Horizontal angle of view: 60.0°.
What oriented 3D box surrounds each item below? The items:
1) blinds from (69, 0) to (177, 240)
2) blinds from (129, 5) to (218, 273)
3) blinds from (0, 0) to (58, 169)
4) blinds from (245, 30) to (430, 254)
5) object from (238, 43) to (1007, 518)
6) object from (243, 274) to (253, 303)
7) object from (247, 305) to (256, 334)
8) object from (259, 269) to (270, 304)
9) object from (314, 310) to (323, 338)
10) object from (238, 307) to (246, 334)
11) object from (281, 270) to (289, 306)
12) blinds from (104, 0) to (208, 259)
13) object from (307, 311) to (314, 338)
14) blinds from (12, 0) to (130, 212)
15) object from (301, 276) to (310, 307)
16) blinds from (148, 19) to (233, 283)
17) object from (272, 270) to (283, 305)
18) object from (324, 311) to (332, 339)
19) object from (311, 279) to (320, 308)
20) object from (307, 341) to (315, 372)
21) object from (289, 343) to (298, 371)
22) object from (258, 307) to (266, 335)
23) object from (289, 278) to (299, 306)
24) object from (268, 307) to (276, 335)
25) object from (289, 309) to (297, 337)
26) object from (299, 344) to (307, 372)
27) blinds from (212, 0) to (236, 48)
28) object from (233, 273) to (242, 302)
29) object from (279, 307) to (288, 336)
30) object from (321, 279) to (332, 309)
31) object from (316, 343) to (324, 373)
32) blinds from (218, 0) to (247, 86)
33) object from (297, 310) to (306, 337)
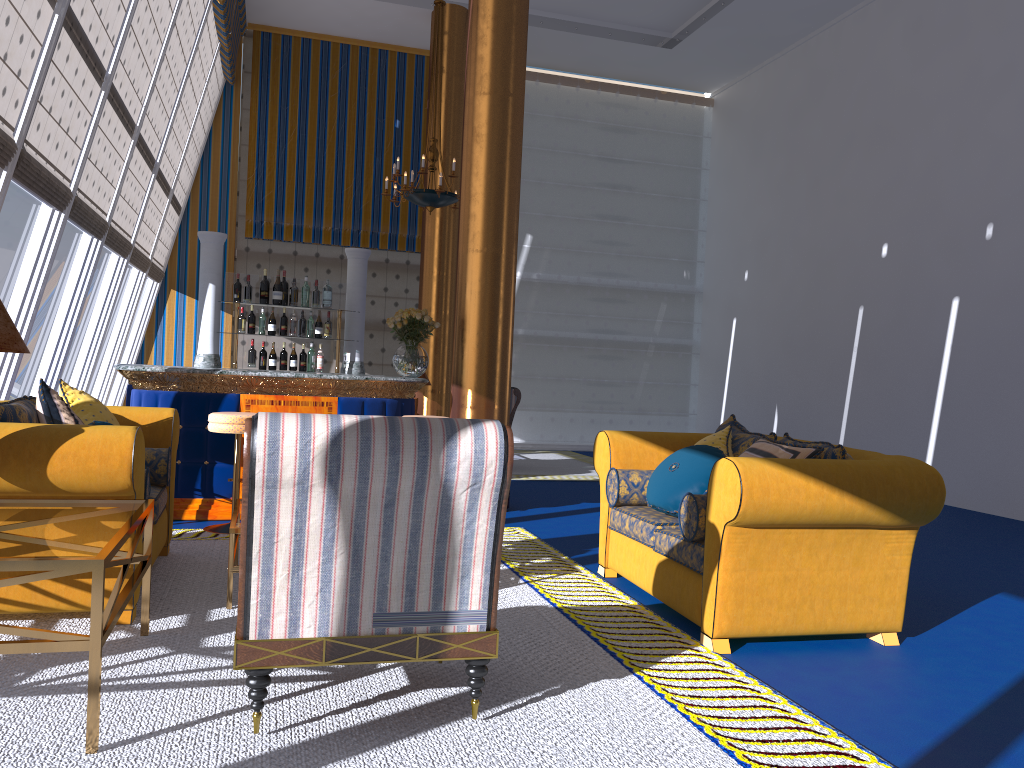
[{"bbox_3d":[-2.999,-2.941,7.358,0.879,3.395,1.357,2,1,-16],"label":"blinds"},{"bbox_3d":[-3.795,-3.010,10.246,0.879,3.395,1.357,2,1,-16],"label":"blinds"},{"bbox_3d":[-2.199,-2.871,4.456,0.879,3.395,1.357,2,1,-16],"label":"blinds"},{"bbox_3d":[-2.409,-3.478,12.835,2.677,2.991,0.151,2,1,-17],"label":"blinds"},{"bbox_3d":[1.279,-7.072,5.809,63.504,33.609,63.032,3,1,-9],"label":"object"},{"bbox_3d":[-2.249,-0.810,7.562,0.071,0.246,0.073,3,1,33],"label":"object"},{"bbox_3d":[-2.201,-0.546,7.500,0.066,0.244,0.065,2,1,-35],"label":"object"},{"bbox_3d":[-2.102,-0.828,7.545,0.081,0.303,0.081,2,1,-10],"label":"object"},{"bbox_3d":[-1.687,-0.521,7.745,0.069,0.244,0.068,2,1,-35],"label":"object"},{"bbox_3d":[-2.268,-0.538,7.454,0.065,0.225,0.067,4,2,43],"label":"object"},{"bbox_3d":[-1.959,-0.823,7.613,0.081,0.303,0.081,3,1,1],"label":"object"},{"bbox_3d":[-3.388,-2.974,8.767,0.879,3.395,1.357,2,1,-16],"label":"blinds"},{"bbox_3d":[-1.755,-0.520,7.724,0.058,0.230,0.059,3,1,33],"label":"object"},{"bbox_3d":[-2.595,-2.906,5.891,0.879,3.395,1.357,2,1,-16],"label":"blinds"},{"bbox_3d":[-1.782,-0.800,7.660,0.069,0.271,0.069,3,1,-5],"label":"object"},{"bbox_3d":[-4.187,-3.044,11.668,0.879,3.395,1.357,2,1,-16],"label":"blinds"},{"bbox_3d":[-2.000,-0.824,7.575,0.086,0.303,0.084,2,1,-22],"label":"object"},{"bbox_3d":[-1.609,-0.518,7.772,0.071,0.244,0.072,3,1,5],"label":"object"},{"bbox_3d":[-1.706,-0.786,7.723,0.071,0.246,0.073,3,1,33],"label":"object"},{"bbox_3d":[-1.758,-0.238,7.770,0.068,0.269,0.069,3,1,35],"label":"object"},{"bbox_3d":[-1.891,-0.235,7.676,0.069,0.244,0.068,2,1,-35],"label":"object"},{"bbox_3d":[-2.120,-0.535,7.539,0.058,0.230,0.059,3,1,33],"label":"object"},{"bbox_3d":[-1.878,-0.790,7.639,0.075,0.248,0.077,4,1,38],"label":"object"},{"bbox_3d":[-2.045,-0.535,7.563,0.069,0.244,0.068,2,1,-35],"label":"object"},{"bbox_3d":[-1.881,-0.529,7.632,0.057,0.239,0.056,2,2,-41],"label":"object"},{"bbox_3d":[-1.818,-0.229,7.719,0.066,0.244,0.065,2,1,-35],"label":"object"},{"bbox_3d":[-3.291,-4.515,10.195,0.340,0.830,1.515,2,1,-16],"label":"blinds"},{"bbox_3d":[-2.318,-0.812,7.497,0.066,0.244,0.065,2,1,-12],"label":"object"},{"bbox_3d":[-1.956,-0.535,7.606,0.066,0.244,0.065,2,1,-35],"label":"object"},{"bbox_3d":[-1.621,-0.791,7.789,0.092,0.259,0.091,2,1,-33],"label":"object"},{"bbox_3d":[-1.686,-0.230,7.801,0.061,0.258,0.061,2,1,-16],"label":"object"},{"bbox_3d":[-3.698,-4.551,11.673,0.340,0.830,1.515,2,1,-16],"label":"blinds"},{"bbox_3d":[-1.818,-0.522,7.683,0.072,0.232,0.071,2,1,-37],"label":"object"}]
